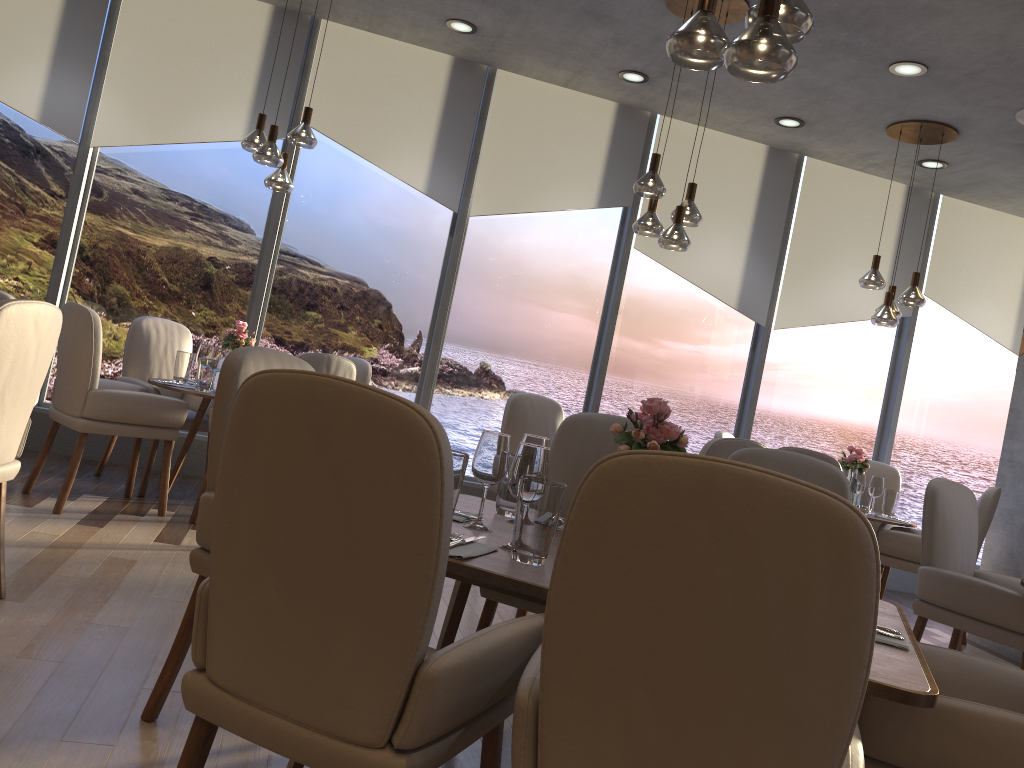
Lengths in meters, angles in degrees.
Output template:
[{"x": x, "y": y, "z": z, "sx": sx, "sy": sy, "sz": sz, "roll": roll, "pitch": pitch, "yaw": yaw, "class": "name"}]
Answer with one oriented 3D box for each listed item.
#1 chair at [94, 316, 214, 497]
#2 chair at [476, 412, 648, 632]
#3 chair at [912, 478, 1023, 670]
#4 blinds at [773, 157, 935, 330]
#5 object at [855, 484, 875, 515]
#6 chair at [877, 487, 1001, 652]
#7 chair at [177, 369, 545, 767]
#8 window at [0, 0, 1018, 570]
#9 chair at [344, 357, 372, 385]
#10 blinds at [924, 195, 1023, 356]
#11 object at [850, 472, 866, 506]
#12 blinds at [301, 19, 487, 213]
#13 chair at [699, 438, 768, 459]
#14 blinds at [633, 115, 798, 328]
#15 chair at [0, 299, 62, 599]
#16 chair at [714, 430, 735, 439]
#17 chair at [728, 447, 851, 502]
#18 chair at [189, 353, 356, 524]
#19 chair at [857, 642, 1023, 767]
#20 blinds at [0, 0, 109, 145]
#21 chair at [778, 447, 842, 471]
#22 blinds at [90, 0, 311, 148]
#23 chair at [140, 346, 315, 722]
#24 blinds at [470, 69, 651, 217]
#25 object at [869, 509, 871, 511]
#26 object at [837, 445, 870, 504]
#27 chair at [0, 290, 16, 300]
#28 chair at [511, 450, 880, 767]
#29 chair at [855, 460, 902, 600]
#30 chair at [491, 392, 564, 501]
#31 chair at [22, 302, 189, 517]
[{"x": -2.069, "y": 0.123, "z": 5.330, "sx": 0.601, "sy": 1.001, "sz": 0.526, "roll": 10, "pitch": -2, "yaw": 39, "class": "chair"}, {"x": 0.197, "y": 0.587, "z": 2.854, "sx": 0.529, "sy": 1.001, "sz": 0.598, "roll": 11, "pitch": -1, "yaw": 18, "class": "chair"}, {"x": 2.061, "y": 0.960, "z": 3.830, "sx": 0.526, "sy": 1.001, "sz": 0.601, "roll": 12, "pitch": -2, "yaw": -37, "class": "chair"}, {"x": 2.845, "y": -1.619, "z": 7.020, "sx": 1.171, "sy": 2.683, "sz": 0.007, "roll": 12, "pitch": -2, "yaw": -13, "class": "blinds"}, {"x": 2.189, "y": 0.723, "z": 5.521, "sx": 0.102, "sy": 0.178, "sz": 0.102, "roll": 12, "pitch": -2, "yaw": -41, "class": "object"}, {"x": 2.581, "y": 1.061, "z": 5.446, "sx": 0.601, "sy": 1.001, "sz": 0.526, "roll": 11, "pitch": -1, "yaw": 31, "class": "chair"}, {"x": -0.262, "y": 0.498, "z": 1.605, "sx": 0.529, "sy": 1.001, "sz": 0.598, "roll": 11, "pitch": -1, "yaw": 23, "class": "chair"}, {"x": 2.348, "y": -0.358, "z": 4.088, "sx": 16.164, "sy": 3.202, "sz": 8.034, "roll": 11, "pitch": 0, "yaw": 32, "class": "window"}, {"x": -1.263, "y": 0.286, "z": 5.376, "sx": 0.530, "sy": 1.001, "sz": 0.597, "roll": 10, "pitch": -2, "yaw": 43, "class": "chair"}, {"x": 4.073, "y": -1.568, "z": 7.306, "sx": 1.171, "sy": 2.683, "sz": 0.007, "roll": 12, "pitch": -2, "yaw": -13, "class": "blinds"}, {"x": 2.187, "y": 0.689, "z": 5.631, "sx": 0.092, "sy": 0.245, "sz": 0.092, "roll": 12, "pitch": -2, "yaw": -32, "class": "object"}, {"x": -0.682, "y": -2.631, "z": 6.182, "sx": 1.171, "sy": 2.683, "sz": 0.007, "roll": 12, "pitch": -2, "yaw": -13, "class": "blinds"}, {"x": 0.775, "y": 0.700, "z": 4.068, "sx": 0.526, "sy": 1.001, "sz": 0.601, "roll": 12, "pitch": -1, "yaw": -32, "class": "chair"}, {"x": 1.654, "y": -1.859, "z": 6.738, "sx": 1.171, "sy": 2.683, "sz": 0.007, "roll": 12, "pitch": -2, "yaw": -13, "class": "blinds"}, {"x": -1.851, "y": 0.174, "z": 2.758, "sx": 0.600, "sy": 1.001, "sz": 0.528, "roll": 11, "pitch": -1, "yaw": 1, "class": "chair"}, {"x": 1.613, "y": 0.864, "z": 6.062, "sx": 0.601, "sy": 1.001, "sz": 0.526, "roll": 11, "pitch": -1, "yaw": 30, "class": "chair"}, {"x": 0.716, "y": 0.692, "z": 2.651, "sx": 0.529, "sy": 1.001, "sz": 0.598, "roll": 11, "pitch": -1, "yaw": 23, "class": "chair"}, {"x": -1.206, "y": 0.299, "z": 4.568, "sx": 0.601, "sy": 1.001, "sz": 0.526, "roll": 10, "pitch": -2, "yaw": 40, "class": "chair"}, {"x": 1.005, "y": 0.753, "z": 1.849, "sx": 0.601, "sy": 1.001, "sz": 0.527, "roll": 11, "pitch": -1, "yaw": 18, "class": "chair"}, {"x": -3.090, "y": -2.967, "z": 5.616, "sx": 1.171, "sy": 2.683, "sz": 0.007, "roll": 12, "pitch": -2, "yaw": -13, "class": "blinds"}, {"x": 1.746, "y": 0.893, "z": 5.291, "sx": 0.529, "sy": 1.001, "sz": 0.597, "roll": 11, "pitch": -1, "yaw": 34, "class": "chair"}, {"x": -1.900, "y": -2.728, "z": 5.896, "sx": 1.171, "sy": 2.683, "sz": 0.007, "roll": 12, "pitch": -2, "yaw": -13, "class": "blinds"}, {"x": -0.541, "y": 0.439, "z": 2.405, "sx": 0.601, "sy": 1.001, "sz": 0.526, "roll": 11, "pitch": -1, "yaw": 23, "class": "chair"}, {"x": 0.523, "y": -2.389, "z": 6.466, "sx": 1.171, "sy": 2.683, "sz": 0.007, "roll": 12, "pitch": -2, "yaw": -13, "class": "blinds"}, {"x": 2.352, "y": 0.836, "z": 6.004, "sx": 0.158, "sy": 0.019, "sz": 0.254, "roll": 11, "pitch": 0, "yaw": 32, "class": "object"}, {"x": 2.220, "y": 0.608, "z": 5.794, "sx": 0.210, "sy": 0.416, "sz": 0.197, "roll": 11, "pitch": -1, "yaw": 24, "class": "object"}, {"x": -2.357, "y": 0.070, "z": 3.450, "sx": 0.528, "sy": 1.001, "sz": 0.599, "roll": 11, "pitch": -1, "yaw": 6, "class": "chair"}, {"x": 0.267, "y": 0.605, "z": 1.421, "sx": 0.529, "sy": 1.001, "sz": 0.598, "roll": 11, "pitch": -1, "yaw": 16, "class": "chair"}, {"x": 2.402, "y": 1.022, "z": 6.236, "sx": 0.529, "sy": 1.001, "sz": 0.597, "roll": 11, "pitch": -1, "yaw": 34, "class": "chair"}, {"x": 0.188, "y": 0.579, "z": 5.066, "sx": 0.526, "sy": 1.001, "sz": 0.601, "roll": 12, "pitch": -1, "yaw": -33, "class": "chair"}, {"x": -2.056, "y": 0.128, "z": 4.548, "sx": 0.530, "sy": 1.001, "sz": 0.597, "roll": 10, "pitch": -2, "yaw": 43, "class": "chair"}]
